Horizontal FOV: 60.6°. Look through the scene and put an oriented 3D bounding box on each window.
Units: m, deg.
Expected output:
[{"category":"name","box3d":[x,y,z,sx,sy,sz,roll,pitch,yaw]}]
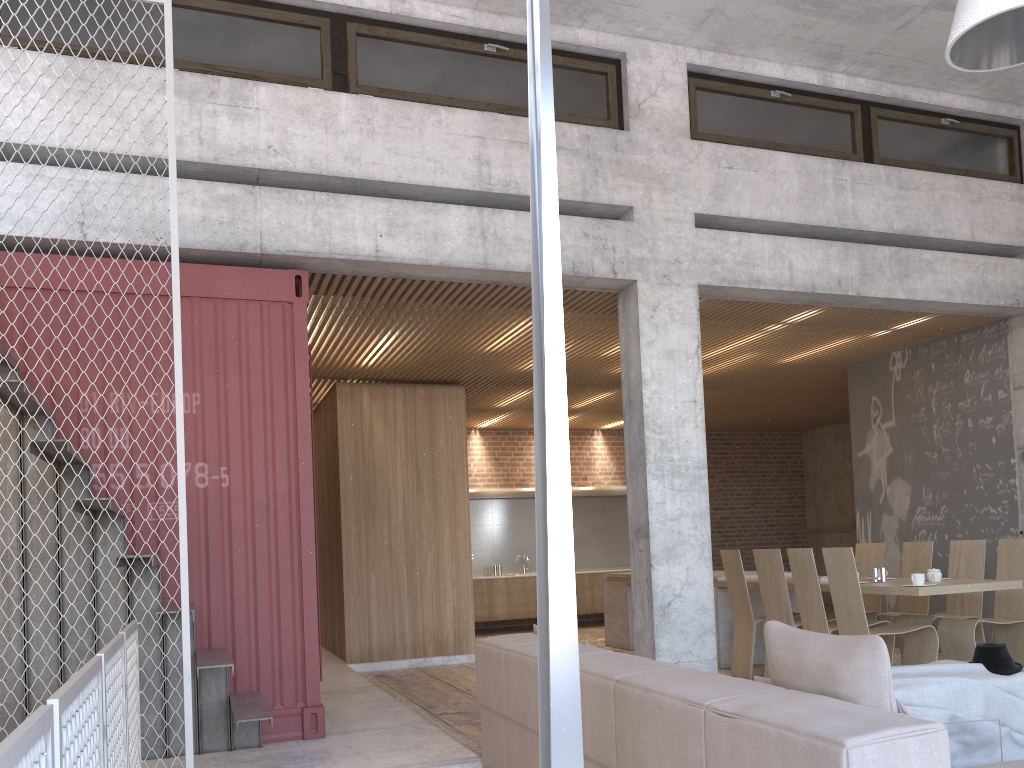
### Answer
[{"category":"window","box3d":[0.756,-2.187,6.683,8.432,0.604,0.114,1,-4,-20]}]

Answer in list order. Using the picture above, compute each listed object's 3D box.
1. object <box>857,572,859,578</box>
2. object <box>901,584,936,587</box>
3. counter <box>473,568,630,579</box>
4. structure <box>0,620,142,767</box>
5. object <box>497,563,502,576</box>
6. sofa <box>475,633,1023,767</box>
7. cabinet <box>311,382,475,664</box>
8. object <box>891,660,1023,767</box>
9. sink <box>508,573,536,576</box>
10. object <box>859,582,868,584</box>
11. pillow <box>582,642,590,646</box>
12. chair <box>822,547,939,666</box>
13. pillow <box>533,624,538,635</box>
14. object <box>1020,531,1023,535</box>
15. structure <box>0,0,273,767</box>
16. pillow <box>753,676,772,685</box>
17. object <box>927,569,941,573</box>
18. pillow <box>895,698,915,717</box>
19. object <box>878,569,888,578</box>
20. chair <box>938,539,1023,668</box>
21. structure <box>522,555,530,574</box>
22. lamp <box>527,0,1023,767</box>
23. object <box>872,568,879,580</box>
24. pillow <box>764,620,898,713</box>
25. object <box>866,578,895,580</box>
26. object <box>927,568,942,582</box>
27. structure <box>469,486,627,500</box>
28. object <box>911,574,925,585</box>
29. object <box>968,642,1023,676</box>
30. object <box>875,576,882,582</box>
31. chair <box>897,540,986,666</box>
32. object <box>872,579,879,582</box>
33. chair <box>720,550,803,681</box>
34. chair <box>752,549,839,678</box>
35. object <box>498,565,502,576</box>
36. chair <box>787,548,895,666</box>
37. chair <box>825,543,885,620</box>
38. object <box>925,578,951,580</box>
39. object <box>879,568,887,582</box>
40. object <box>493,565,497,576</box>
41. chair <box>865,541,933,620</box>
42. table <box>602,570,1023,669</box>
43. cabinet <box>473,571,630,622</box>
[{"category":"object","box3d":[2.780,1.581,7.146,0.093,0.087,0.118,-5,-8,23]},{"category":"object","box3d":[2.995,1.485,6.460,0.185,0.014,0.188,5,-13,-33]},{"category":"counter","box3d":[0.792,3.018,13.980,4.075,0.020,0.664,1,-11,-20]},{"category":"structure","box3d":[-1.997,1.193,1.943,1.925,0.921,4.501,1,-11,-20]},{"category":"object","box3d":[-0.227,2.893,13.688,0.144,0.208,0.053,-1,-3,-20]},{"category":"sofa","box3d":[1.717,1.554,4.005,3.009,0.776,3.047,1,-11,-20]},{"category":"cabinet","box3d":[-1.798,1.883,11.649,1.516,3.090,3.813,-1,-7,-20]},{"category":"object","box3d":[2.614,1.836,4.992,1.596,0.497,1.061,-2,-9,-2]},{"category":"sink","box3d":[0.303,3.075,13.764,0.729,0.189,0.531,1,-10,-20]},{"category":"object","box3d":[2.787,1.625,7.157,0.185,0.014,0.188,5,-13,-33]},{"category":"pillow","box3d":[0.386,1.487,4.508,0.186,0.354,0.376,-1,-7,-20]},{"category":"chair","box3d":[2.793,1.817,6.633,0.721,1.183,0.352,-1,-3,-17]},{"category":"pillow","box3d":[0.232,1.526,4.872,0.187,0.362,0.367,-1,-6,-15]},{"category":"object","box3d":[4.853,1.375,8.144,0.338,0.094,0.096,1,-7,-20]},{"category":"structure","box3d":[-2.465,-0.079,3.354,3.034,4.267,3.734,-1,-6,-20]},{"category":"pillow","box3d":[1.040,1.192,3.049,0.380,0.368,0.169,-9,-7,43]},{"category":"object","box3d":[3.463,1.565,7.199,0.094,0.087,0.118,-7,-9,34]},{"category":"pillow","box3d":[1.160,1.109,2.504,0.151,0.372,0.373,-3,-6,13]},{"category":"object","box3d":[3.189,1.652,7.600,0.094,0.087,0.117,-9,-10,44]},{"category":"chair","box3d":[3.809,1.843,7.001,0.721,1.182,0.352,-1,-3,-20]},{"category":"structure","box3d":[0.252,2.957,13.978,0.115,0.471,0.251,-2,-4,-20]},{"category":"lamp","box3d":[0.860,0.030,2.657,2.630,3.390,0.762,1,-4,-32]},{"category":"object","box3d":[2.976,1.563,7.184,0.053,0.108,0.053,-4,-4,25]},{"category":"pillow","box3d":[1.025,1.038,2.775,0.221,0.550,0.572,-1,-7,-18]},{"category":"object","box3d":[3.188,1.689,7.590,0.185,0.014,0.188,-1,-11,-7]},{"category":"object","box3d":[3.344,1.515,6.945,0.122,0.110,0.090,1,-7,-29]},{"category":"structure","box3d":[0.661,1.764,14.237,4.075,0.155,0.211,1,-8,-20]},{"category":"object","box3d":[2.987,1.441,6.449,0.093,0.087,0.118,-5,-8,23]},{"category":"object","box3d":[2.767,1.573,5.046,0.299,0.167,0.306,3,-10,-32]},{"category":"object","box3d":[2.975,1.583,7.120,0.051,0.045,0.051,-2,-7,-2]},{"category":"chair","box3d":[3.683,1.941,7.494,0.721,1.182,0.352,0,-3,-24]},{"category":"object","box3d":[2.951,1.598,7.123,0.051,0.019,0.051,5,-12,-37]},{"category":"chair","box3d":[2.359,2.109,8.089,0.721,1.183,0.352,-1,-3,-15]},{"category":"chair","box3d":[2.524,2.012,7.611,0.721,1.182,0.352,-1,-3,-23]},{"category":"object","box3d":[-0.193,2.912,13.699,0.060,0.158,0.060,-2,-3,-5]},{"category":"chair","box3d":[2.680,1.915,7.130,0.721,1.183,0.352,-1,-3,-15]},{"category":"chair","box3d":[3.206,2.131,8.397,0.721,1.182,0.352,0,-4,-26]},{"category":"object","box3d":[3.463,1.602,7.188,0.185,0.014,0.188,1,-11,-17]},{"category":"object","box3d":[3.024,1.554,7.151,0.053,0.111,0.053,-4,-4,25]},{"category":"object","box3d":[-0.259,2.910,13.675,0.060,0.158,0.060,-2,-3,-5]},{"category":"chair","box3d":[3.435,2.035,7.942,0.721,1.182,0.352,-1,-3,-20]},{"category":"table","box3d":[2.522,2.387,8.871,1.011,0.909,5.274,0,-11,-20]},{"category":"cabinet","box3d":[0.704,2.691,14.192,4.113,2.053,1.088,1,-5,-20]}]
